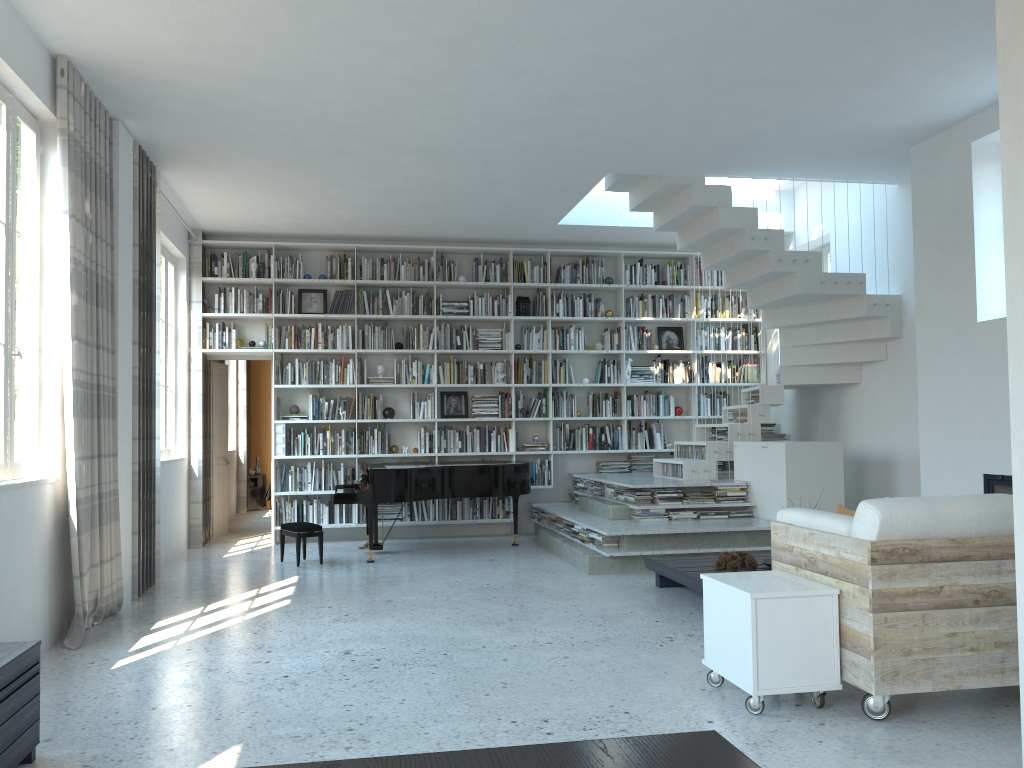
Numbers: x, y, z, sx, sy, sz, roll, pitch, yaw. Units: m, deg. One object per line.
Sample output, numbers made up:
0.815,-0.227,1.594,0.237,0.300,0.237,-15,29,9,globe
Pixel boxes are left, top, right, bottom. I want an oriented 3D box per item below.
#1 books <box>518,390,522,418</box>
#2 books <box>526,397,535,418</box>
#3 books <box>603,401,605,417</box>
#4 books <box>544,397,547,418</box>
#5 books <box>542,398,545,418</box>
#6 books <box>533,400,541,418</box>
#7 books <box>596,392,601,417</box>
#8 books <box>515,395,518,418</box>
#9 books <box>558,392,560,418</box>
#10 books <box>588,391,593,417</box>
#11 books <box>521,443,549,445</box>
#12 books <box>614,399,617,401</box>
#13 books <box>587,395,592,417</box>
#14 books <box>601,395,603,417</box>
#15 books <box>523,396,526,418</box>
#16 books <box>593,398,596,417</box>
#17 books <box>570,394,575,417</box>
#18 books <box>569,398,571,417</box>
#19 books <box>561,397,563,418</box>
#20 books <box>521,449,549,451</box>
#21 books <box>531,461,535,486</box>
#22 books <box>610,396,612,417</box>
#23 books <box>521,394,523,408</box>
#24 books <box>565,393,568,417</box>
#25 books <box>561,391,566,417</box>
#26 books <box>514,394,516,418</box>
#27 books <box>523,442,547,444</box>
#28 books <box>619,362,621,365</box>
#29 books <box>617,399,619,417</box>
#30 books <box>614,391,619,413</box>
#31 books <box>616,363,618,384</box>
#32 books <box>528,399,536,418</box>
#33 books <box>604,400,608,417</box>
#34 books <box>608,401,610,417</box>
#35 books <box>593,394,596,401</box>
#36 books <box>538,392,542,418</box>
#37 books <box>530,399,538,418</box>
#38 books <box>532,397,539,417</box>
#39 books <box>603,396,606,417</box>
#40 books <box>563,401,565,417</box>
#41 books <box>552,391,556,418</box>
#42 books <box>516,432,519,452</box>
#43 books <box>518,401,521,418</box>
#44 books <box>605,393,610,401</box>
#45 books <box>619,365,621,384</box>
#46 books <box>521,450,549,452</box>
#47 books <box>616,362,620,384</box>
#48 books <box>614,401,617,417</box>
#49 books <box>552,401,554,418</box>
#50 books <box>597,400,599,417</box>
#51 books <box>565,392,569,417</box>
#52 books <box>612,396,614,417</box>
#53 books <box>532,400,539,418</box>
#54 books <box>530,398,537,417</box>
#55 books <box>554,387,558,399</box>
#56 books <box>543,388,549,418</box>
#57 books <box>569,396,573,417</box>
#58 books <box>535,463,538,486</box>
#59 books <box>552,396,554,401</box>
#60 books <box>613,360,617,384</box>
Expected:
0.086,0.225,9.806,0.013,0.306,0.141,0,-2,-11,books
0.191,0.266,9.806,0.095,0.228,0.190,0,-3,-11,books
1.009,0.282,9.957,0.018,0.182,0.182,0,-3,-11,books
0.360,0.264,9.850,0.021,0.226,0.148,0,-3,-11,books
0.337,0.265,9.834,0.029,0.223,0.171,0,-3,-11,books
0.263,0.279,9.837,0.091,0.205,0.169,0,-3,-11,books
0.973,0.233,9.979,0.007,0.285,0.159,0,-3,-11,books
0.039,0.252,9.801,0.028,0.253,0.142,0,-3,-11,books
0.512,0.234,9.874,0.005,0.283,0.159,0,-3,-10,books
0.886,0.231,9.971,0.016,0.289,0.131,0,-2,-11,books
0.250,0.662,9.764,0.285,0.012,0.159,0,-3,-7,books
1.154,0.272,10.007,0.016,0.205,0.141,0,-3,-11,books
0.871,0.249,9.955,0.019,0.251,0.130,0,-2,-11,books
0.991,0.248,9.955,0.018,0.251,0.184,0,-3,-11,books
0.121,0.255,9.821,0.035,0.248,0.141,0,-3,-11,books
0.907,0.266,9.945,0.016,0.215,0.178,0,-3,-11,books
0.678,0.246,9.916,0.014,0.261,0.142,0,-2,-11,books
0.638,0.266,9.916,0.008,0.222,0.134,0,-3,-11,books
0.534,0.263,9.869,0.011,0.226,0.188,0,-3,-11,books
0.250,0.723,9.764,0.285,0.012,0.159,0,-3,-6,books
0.231,0.979,9.708,0.005,0.264,0.162,0,-3,-11,books
1.088,0.259,9.981,0.018,0.229,0.182,0,-3,-11,books
0.097,0.246,9.817,0.012,0.266,0.157,0,-3,-11,books
0.601,0.243,9.894,0.012,0.267,0.183,0,-3,-11,books
0.570,0.228,9.883,0.014,0.297,0.175,0,-3,-11,books
0.013,0.247,9.800,0.024,0.263,0.154,0,-3,-11,books
0.250,0.649,9.758,0.254,0.012,0.161,-1,-3,-2,books
1.213,-0.116,10.020,0.010,0.245,0.158,0,-3,-11,books
1.170,0.272,10.000,0.013,0.203,0.158,0,-3,-11,books
1.181,0.225,9.997,0.007,0.295,0.162,0,-2,-10,books
1.166,-0.115,10.023,0.013,0.244,0.158,0,-3,-11,books
0.207,0.275,9.814,0.089,0.210,0.176,0,-3,-11,books
1.047,0.276,9.975,0.015,0.195,0.175,0,-3,-11,books
1.065,0.282,9.973,0.019,0.183,0.190,0,-3,-11,books
0.919,0.244,9.963,0.015,0.262,0.149,0,-3,-11,books
0.312,0.235,9.852,0.013,0.285,0.139,0,-2,-11,books
0.231,0.275,9.834,0.090,0.212,0.143,0,-3,-11,books
0.246,0.260,9.836,0.094,0.238,0.149,0,-3,-11,books
1.021,0.253,9.991,0.030,0.244,0.135,0,-3,-11,books
0.558,0.283,9.880,0.013,0.186,0.184,0,-3,-11,books
0.467,0.229,9.875,0.018,0.295,0.177,0,-3,-11,books
0.047,0.640,9.793,0.030,0.210,0.136,0,-3,-11,books
0.070,0.282,9.785,0.027,0.192,0.182,0,-3,-11,books
1.076,0.237,9.980,0.006,0.274,0.173,0,-3,-10,books
1.195,-0.099,10.026,0.023,0.212,0.164,0,-3,-11,books
0.251,0.734,9.759,0.285,0.012,0.159,0,-3,-8,books
1.181,-0.120,10.008,0.011,0.252,0.169,0,-3,-11,books
1.143,0.282,9.976,0.016,0.180,0.189,0,-3,-11,books
0.440,0.283,9.873,0.015,0.188,0.168,0,-3,-11,books
0.947,0.272,9.986,0.031,0.208,0.122,0,-3,-11,books
0.618,0.234,9.913,0.006,0.285,0.159,0,-3,-11,books
1.120,0.258,10.000,0.021,0.231,0.155,0,-3,-11,books
0.248,0.273,9.845,0.090,0.215,0.139,0,-3,-11,books
0.219,0.268,9.837,0.095,0.226,0.144,0,-3,-11,books
0.495,0.207,9.896,0.007,0.341,0.149,0,-2,-11,books
0.377,0.215,9.853,0.014,0.325,0.183,0,-3,-11,books
0.650,0.257,9.909,0.015,0.238,0.176,0,-3,-11,books
0.255,0.988,9.703,0.014,0.245,0.176,0,-3,-11,books
0.450,0.258,9.885,0.011,0.239,0.136,0,-3,-11,books
1.144,-0.130,9.998,0.012,0.273,0.184,0,-3,-11,books
